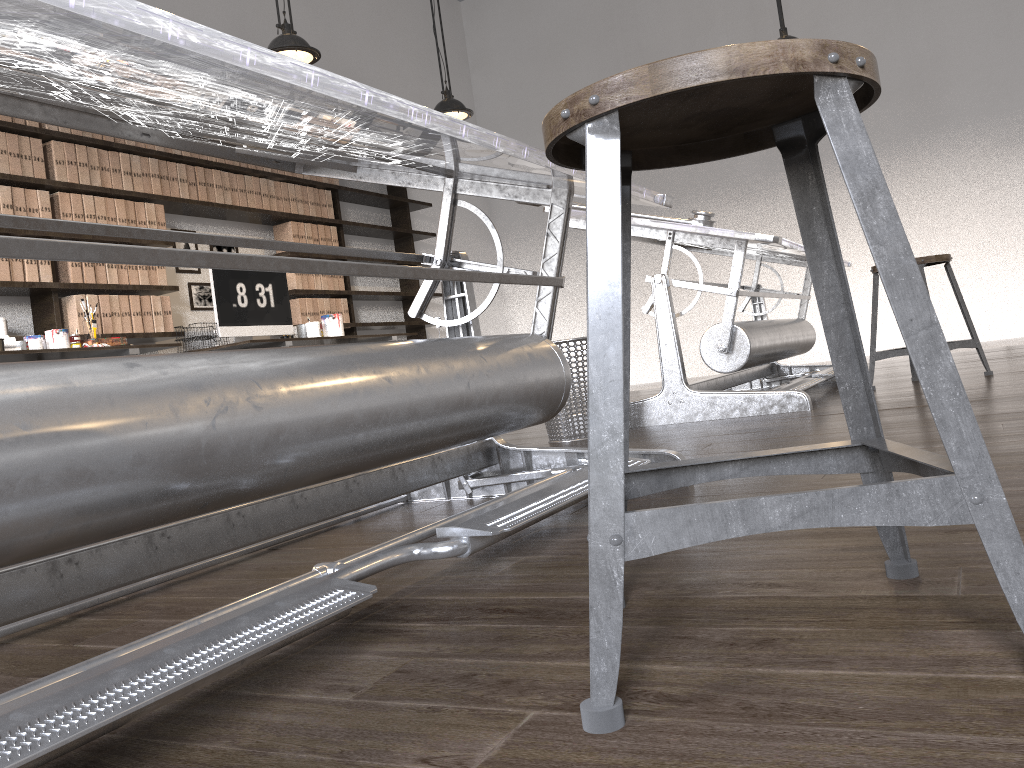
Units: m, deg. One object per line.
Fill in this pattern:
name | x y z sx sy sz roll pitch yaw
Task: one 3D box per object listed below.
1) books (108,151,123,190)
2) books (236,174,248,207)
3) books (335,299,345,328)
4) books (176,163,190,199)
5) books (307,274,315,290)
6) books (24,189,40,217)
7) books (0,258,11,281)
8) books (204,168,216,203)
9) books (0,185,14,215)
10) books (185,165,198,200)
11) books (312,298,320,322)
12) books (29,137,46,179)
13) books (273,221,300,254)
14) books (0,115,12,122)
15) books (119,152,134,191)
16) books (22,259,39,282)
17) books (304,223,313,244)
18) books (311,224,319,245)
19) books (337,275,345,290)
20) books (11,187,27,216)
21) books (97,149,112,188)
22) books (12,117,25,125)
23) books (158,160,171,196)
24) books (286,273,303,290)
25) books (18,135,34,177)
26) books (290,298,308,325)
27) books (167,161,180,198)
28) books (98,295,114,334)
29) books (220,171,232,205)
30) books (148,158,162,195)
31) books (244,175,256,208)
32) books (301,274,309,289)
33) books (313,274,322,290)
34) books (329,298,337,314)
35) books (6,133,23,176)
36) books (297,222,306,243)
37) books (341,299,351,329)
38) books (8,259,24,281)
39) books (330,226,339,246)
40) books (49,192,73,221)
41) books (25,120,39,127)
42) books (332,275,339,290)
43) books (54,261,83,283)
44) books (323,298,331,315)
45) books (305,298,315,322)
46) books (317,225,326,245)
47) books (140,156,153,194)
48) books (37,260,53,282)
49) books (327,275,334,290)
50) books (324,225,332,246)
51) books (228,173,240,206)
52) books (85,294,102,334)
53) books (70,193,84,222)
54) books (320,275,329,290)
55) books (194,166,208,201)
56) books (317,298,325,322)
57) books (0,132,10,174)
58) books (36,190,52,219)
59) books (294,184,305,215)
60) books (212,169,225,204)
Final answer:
books | -2.327 -1.202 5.075 0.174 0.226 0.067 -9 -2 28
books | -1.873 -1.277 5.943 0.174 0.226 0.067 -9 -2 28
books | -1.363 -0.519 6.672 0.174 0.226 0.067 -9 -2 28
books | -2.101 -1.239 5.500 0.174 0.226 0.067 -9 -2 28
books | -1.531 -0.773 6.435 0.174 0.226 0.067 -9 -2 28
books | -2.537 -0.881 4.592 0.174 0.226 0.067 -9 -2 28
books | -2.587 -0.605 4.403 0.174 0.226 0.067 -9 -2 28
books | -2.003 -1.255 5.698 0.174 0.226 0.067 -9 -2 28
books | -2.596 -0.871 4.465 0.174 0.226 0.067 -9 -2 28
books | -2.072 -1.244 5.565 0.174 0.226 0.067 -9 -2 28
books | -1.486 -0.499 6.432 0.174 0.226 0.067 -9 -2 28
books | -2.544 -1.161 4.658 0.174 0.226 0.067 -9 -2 28
books | -1.615 -1.038 6.355 0.174 0.226 0.067 -9 -2 28
books | -2.651 -1.422 4.528 0.174 0.226 0.067 -9 -2 28
books | -2.291 -1.208 5.136 0.174 0.226 0.067 -9 -2 28
books | -2.518 -0.616 4.536 0.174 0.226 0.067 -9 -2 28
books | -1.546 -1.049 6.479 0.174 0.226 0.067 -9 -2 28
books | -1.517 -1.054 6.544 0.174 0.226 0.067 -9 -2 28
books | -1.371 -0.799 6.737 0.174 0.226 0.067 -9 -2 28
books | -2.567 -0.876 4.529 0.174 0.226 0.067 -9 -2 28
books | -2.361 -1.197 5.014 0.174 0.226 0.067 -9 -2 28
books | -2.621 -1.427 4.596 0.174 0.226 0.067 -9 -2 28
books | -2.170 -1.228 5.377 0.174 0.226 0.067 -9 -2 28
books | -1.591 -0.763 6.309 0.174 0.226 0.067 -9 -2 28
books | -2.576 -1.155 4.595 0.174 0.226 0.067 -9 -2 28
books | -1.549 -0.489 6.314 0.174 0.226 0.067 -9 -2 28
books | -2.137 -1.233 5.439 0.174 0.226 0.067 -9 -2 28
books | -2.292 -0.367 4.880 0.174 0.226 0.067 -9 -2 28
books | -1.936 -1.266 5.818 0.174 0.226 0.067 -9 -2 28
books | -2.196 -1.224 5.314 0.174 0.226 0.067 -9 -2 28
books | -1.838 -1.283 6.009 0.174 0.226 0.067 -9 -2 28
books | -1.561 -0.768 6.373 0.174 0.226 0.067 -9 -2 28
books | -1.495 -0.779 6.495 0.174 0.226 0.067 -9 -2 28
books | -1.394 -0.514 6.609 0.174 0.226 0.067 -9 -2 28
books | -2.601 -1.151 4.537 0.174 0.226 0.067 -9 -2 28
books | -1.582 -1.043 6.418 0.174 0.226 0.067 -9 -2 28
books | -1.327 -0.525 6.726 0.174 0.226 0.067 -9 -2 28
books | -2.558 -0.610 4.471 0.174 0.226 0.067 -9 -2 28
books | -1.411 -1.071 6.742 0.174 0.226 0.067 -9 -2 28
books | -2.450 -0.901 4.760 0.174 0.226 0.067 -9 -2 28
books | -2.584 -1.433 4.662 0.174 0.226 0.067 -9 -2 28
books | -1.402 -0.794 6.675 0.174 0.226 0.067 -9 -2 28
books | -2.404 -0.630 4.764 0.174 0.226 0.067 -9 -2 28
books | -1.423 -0.509 6.545 0.174 0.226 0.067 -9 -2 28
books | -1.513 -0.494 6.371 0.174 0.226 0.067 -9 -2 28
books | -1.478 -1.060 6.608 0.174 0.226 0.067 -9 -2 28
books | -2.231 -1.218 5.257 0.174 0.226 0.067 -9 -2 28
books | -2.484 -0.622 4.606 0.174 0.226 0.067 -9 -2 28
books | -1.428 -0.789 6.617 0.174 0.226 0.067 -9 -2 28
books | -1.448 -1.065 6.676 0.174 0.226 0.067 -9 -2 28
books | -1.907 -1.271 5.882 0.174 0.226 0.067 -9 -2 28
books | -2.325 -0.361 4.816 0.174 0.226 0.067 -9 -2 28
books | -2.416 -0.907 4.821 0.174 0.226 0.067 -9 -2 28
books | -1.459 -0.784 6.558 0.174 0.226 0.067 -9 -2 28
books | -2.033 -1.251 5.629 0.174 0.226 0.067 -9 -2 28
books | -1.455 -0.504 6.487 0.174 0.226 0.067 -9 -2 28
books | -2.632 -1.146 4.478 0.174 0.226 0.067 -9 -2 28
books | -2.500 -0.886 4.647 0.174 0.226 0.067 -9 -2 28
books | -1.610 -1.320 6.443 0.174 0.226 0.067 -9 -2 28
books | -1.967 -1.261 5.753 0.174 0.226 0.067 -9 -2 28
